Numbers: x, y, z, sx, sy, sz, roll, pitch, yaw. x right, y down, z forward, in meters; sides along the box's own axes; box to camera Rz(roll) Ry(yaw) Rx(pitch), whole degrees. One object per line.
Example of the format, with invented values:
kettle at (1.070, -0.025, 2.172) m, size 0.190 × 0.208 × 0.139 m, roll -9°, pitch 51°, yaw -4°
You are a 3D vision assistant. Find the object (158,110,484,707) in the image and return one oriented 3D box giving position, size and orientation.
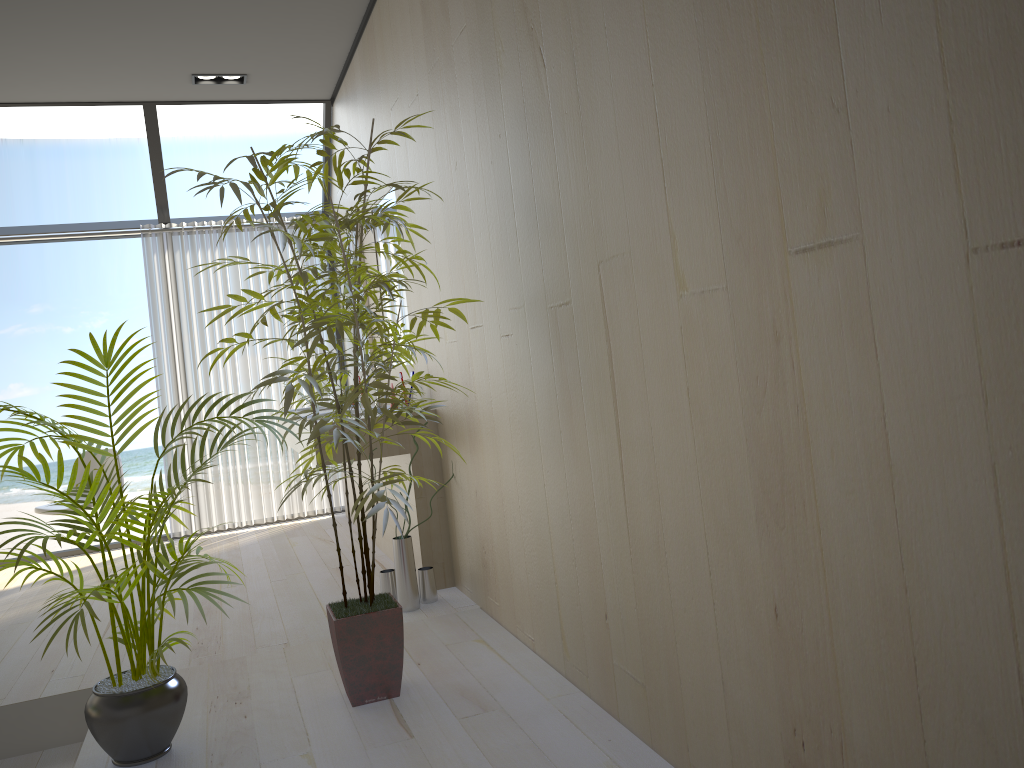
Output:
object at (-0.453, 0.062, 2.703) m, size 0.786 × 1.759 × 0.935 m, roll -6°, pitch -1°, yaw 6°

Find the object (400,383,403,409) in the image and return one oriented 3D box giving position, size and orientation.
object at (-0.509, 0.056, 4.148) m, size 0.038 × 0.135 × 0.039 m, roll -7°, pitch -2°, yaw 23°

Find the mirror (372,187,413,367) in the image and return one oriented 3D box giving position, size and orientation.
mirror at (-0.607, -0.524, 4.542) m, size 0.023 × 0.870 × 0.651 m, roll -6°, pitch -1°, yaw -19°

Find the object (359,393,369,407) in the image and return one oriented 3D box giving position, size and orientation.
object at (-0.852, 0.082, 5.110) m, size 0.058 × 0.100 × 0.058 m, roll -6°, pitch -1°, yaw -12°

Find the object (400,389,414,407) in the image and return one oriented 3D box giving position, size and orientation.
object at (-0.467, 0.074, 3.970) m, size 0.058 × 0.100 × 0.058 m, roll -6°, pitch -1°, yaw -8°

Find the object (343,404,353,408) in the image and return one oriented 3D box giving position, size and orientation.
object at (-0.941, 0.124, 5.100) m, size 0.104 × 0.029 × 0.033 m, roll -6°, pitch 0°, yaw 21°

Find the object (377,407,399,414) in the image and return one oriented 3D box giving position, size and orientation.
object at (-0.557, 0.116, 3.959) m, size 0.104 × 0.029 × 0.033 m, roll -6°, pitch 0°, yaw 21°

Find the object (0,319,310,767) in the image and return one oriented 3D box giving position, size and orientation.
object at (-1.113, 0.433, 2.414) m, size 0.914 × 1.159 × 0.751 m, roll -6°, pitch -1°, yaw 15°

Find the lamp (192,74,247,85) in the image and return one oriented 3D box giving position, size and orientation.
lamp at (-1.704, -1.819, 5.140) m, size 0.301 × 0.112 × 0.163 m, roll -7°, pitch 1°, yaw -19°

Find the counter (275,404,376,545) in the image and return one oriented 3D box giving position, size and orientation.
counter at (-1.106, 0.544, 5.483) m, size 0.551 × 0.791 × 1.202 m, roll -6°, pitch 1°, yaw -19°

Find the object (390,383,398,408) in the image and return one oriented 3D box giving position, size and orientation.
object at (-0.542, 0.063, 4.039) m, size 0.038 × 0.135 × 0.039 m, roll -7°, pitch -2°, yaw 23°

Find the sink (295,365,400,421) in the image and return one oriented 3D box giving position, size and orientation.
sink at (-0.801, 0.129, 4.307) m, size 0.505 × 0.420 × 0.572 m, roll -6°, pitch 1°, yaw -15°

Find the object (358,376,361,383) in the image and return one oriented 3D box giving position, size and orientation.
object at (-0.867, 0.042, 5.084) m, size 0.012 × 0.178 × 0.050 m, roll -7°, pitch -2°, yaw 21°

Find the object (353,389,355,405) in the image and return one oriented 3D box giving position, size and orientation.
object at (-0.927, 0.070, 5.180) m, size 0.039 × 0.135 × 0.039 m, roll -7°, pitch -2°, yaw 30°

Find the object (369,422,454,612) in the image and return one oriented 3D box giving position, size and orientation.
object at (-0.376, 0.535, 3.682) m, size 0.408 × 0.750 × 0.273 m, roll -6°, pitch -1°, yaw -31°

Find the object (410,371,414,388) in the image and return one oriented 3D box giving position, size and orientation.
object at (-0.456, 0.032, 3.969) m, size 0.054 × 0.175 × 0.012 m, roll -6°, pitch -2°, yaw 6°

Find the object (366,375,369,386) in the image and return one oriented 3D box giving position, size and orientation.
object at (-0.841, 0.039, 5.109) m, size 0.054 × 0.175 × 0.012 m, roll -6°, pitch -2°, yaw 6°

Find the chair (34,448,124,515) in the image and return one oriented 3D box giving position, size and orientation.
chair at (-2.592, 0.591, 5.339) m, size 0.368 × 0.348 × 0.454 m, roll -6°, pitch 0°, yaw 10°

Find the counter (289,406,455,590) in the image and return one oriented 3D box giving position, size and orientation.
counter at (-0.722, 0.536, 4.343) m, size 0.551 × 0.791 × 1.202 m, roll -6°, pitch 1°, yaw -19°

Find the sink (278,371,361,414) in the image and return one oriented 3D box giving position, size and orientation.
sink at (-1.186, 0.136, 5.448) m, size 0.505 × 0.420 × 0.572 m, roll -6°, pitch 1°, yaw -15°

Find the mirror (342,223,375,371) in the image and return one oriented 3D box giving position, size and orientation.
mirror at (-0.963, -0.514, 5.513) m, size 0.023 × 0.870 × 0.651 m, roll -6°, pitch -1°, yaw -19°

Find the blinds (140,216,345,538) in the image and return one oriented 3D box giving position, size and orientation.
blinds at (-1.790, -0.090, 6.022) m, size 1.185 × 2.074 × 0.084 m, roll -6°, pitch -2°, yaw -19°

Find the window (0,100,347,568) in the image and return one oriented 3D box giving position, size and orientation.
window at (-3.290, -0.246, 5.325) m, size 4.569 × 2.818 × 0.742 m, roll -7°, pitch -1°, yaw -19°

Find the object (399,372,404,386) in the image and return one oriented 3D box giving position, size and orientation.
object at (-0.482, 0.034, 3.943) m, size 0.012 × 0.178 × 0.050 m, roll -7°, pitch -2°, yaw 21°
